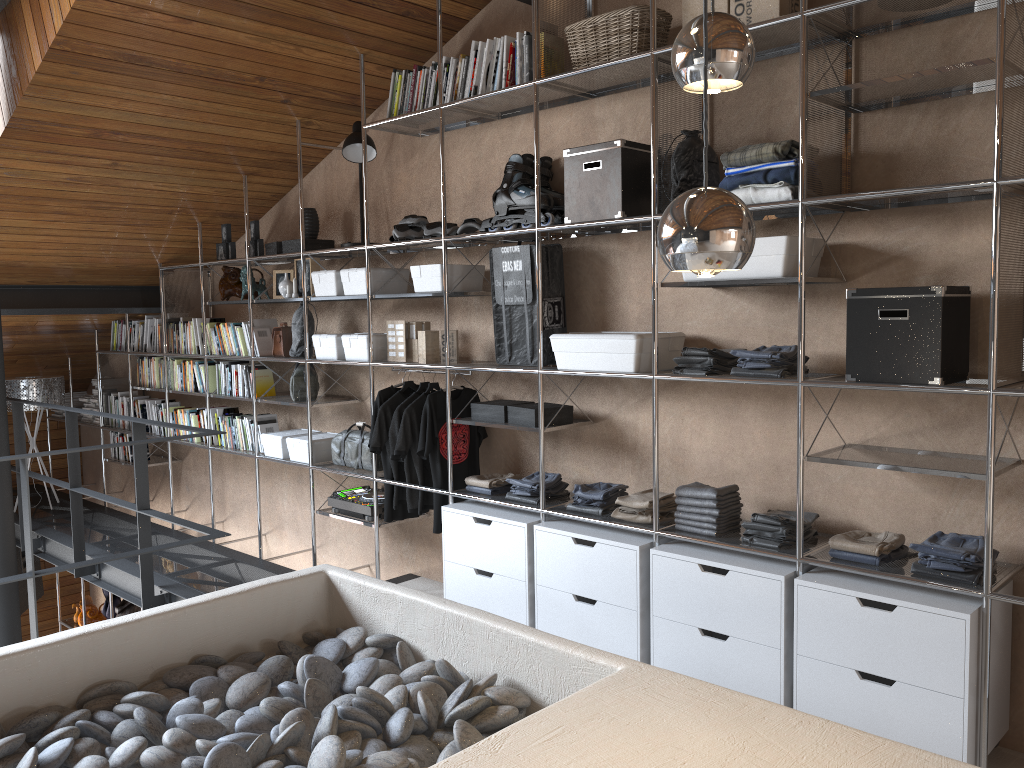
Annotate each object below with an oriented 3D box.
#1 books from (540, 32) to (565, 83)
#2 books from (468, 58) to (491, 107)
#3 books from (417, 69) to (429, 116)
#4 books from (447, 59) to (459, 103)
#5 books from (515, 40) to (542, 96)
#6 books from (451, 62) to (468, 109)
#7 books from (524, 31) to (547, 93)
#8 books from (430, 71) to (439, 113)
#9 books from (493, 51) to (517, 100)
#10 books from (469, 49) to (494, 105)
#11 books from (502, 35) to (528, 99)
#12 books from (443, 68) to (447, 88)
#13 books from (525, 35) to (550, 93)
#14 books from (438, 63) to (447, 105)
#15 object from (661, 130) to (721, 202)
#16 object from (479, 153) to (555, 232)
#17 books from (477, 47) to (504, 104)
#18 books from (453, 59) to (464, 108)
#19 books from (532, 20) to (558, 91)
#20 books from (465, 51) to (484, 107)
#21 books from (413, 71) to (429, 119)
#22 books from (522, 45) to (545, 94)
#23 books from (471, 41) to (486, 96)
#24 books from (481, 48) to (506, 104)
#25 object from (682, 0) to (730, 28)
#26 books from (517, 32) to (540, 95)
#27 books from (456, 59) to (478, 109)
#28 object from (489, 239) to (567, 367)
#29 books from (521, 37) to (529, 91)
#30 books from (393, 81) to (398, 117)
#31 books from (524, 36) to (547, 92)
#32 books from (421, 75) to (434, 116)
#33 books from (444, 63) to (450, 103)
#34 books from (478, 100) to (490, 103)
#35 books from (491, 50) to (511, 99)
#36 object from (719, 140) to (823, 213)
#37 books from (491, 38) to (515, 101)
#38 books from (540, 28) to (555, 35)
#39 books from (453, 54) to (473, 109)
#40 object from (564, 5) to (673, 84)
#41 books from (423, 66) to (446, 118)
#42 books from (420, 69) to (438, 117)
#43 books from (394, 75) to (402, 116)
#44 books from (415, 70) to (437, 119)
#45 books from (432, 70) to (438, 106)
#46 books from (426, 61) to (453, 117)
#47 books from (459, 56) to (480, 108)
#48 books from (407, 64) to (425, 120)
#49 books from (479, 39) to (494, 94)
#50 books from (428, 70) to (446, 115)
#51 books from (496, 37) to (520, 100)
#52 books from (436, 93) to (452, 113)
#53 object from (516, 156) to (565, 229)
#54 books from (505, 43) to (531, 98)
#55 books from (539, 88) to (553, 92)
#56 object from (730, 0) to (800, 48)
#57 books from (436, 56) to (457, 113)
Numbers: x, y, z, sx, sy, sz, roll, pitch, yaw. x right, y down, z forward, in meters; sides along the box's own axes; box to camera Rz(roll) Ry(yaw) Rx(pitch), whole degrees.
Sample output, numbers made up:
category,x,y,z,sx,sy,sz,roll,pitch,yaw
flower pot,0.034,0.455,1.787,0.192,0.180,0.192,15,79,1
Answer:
category,x,y,z,sx,sy,sz,roll,pitch,yaw
books,0.166,-1.327,3.645,0.021,0.203,0.129,3,6,43
books,-0.129,-1.342,3.933,0.063,0.197,0.137,3,6,43
books,-0.382,-1.354,4.137,0.063,0.197,0.127,3,6,43
books,-0.229,-1.350,4.009,0.068,0.202,0.131,3,6,43
books,0.069,-1.335,3.755,0.014,0.206,0.148,3,6,43
books,-0.214,-1.344,4.004,0.064,0.186,0.120,3,6,43
books,0.101,-1.346,3.716,0.010,0.231,0.129,3,6,43
books,-0.325,-1.339,4.080,0.054,0.173,0.112,3,6,43
books,-0.015,-1.341,3.825,0.063,0.197,0.137,3,6,43
books,-0.117,-1.348,3.914,0.073,0.212,0.155,3,6,43
books,0.017,-1.351,3.788,0.033,0.234,0.148,3,6,43
books,-0.273,-1.336,4.031,0.054,0.173,0.112,3,6,43
books,0.112,-1.331,3.695,0.018,0.206,0.148,3,6,43
books,-0.279,-1.346,4.032,0.059,0.194,0.111,3,6,43
object,0.675,-0.777,3.271,0.212,0.319,0.157,-3,5,-20
object,0.049,-0.827,3.843,0.174,0.342,0.416,-5,6,-42
books,-0.080,-1.348,3.890,0.066,0.214,0.164,3,6,44
books,-0.198,-1.356,3.996,0.068,0.213,0.137,3,6,43
books,0.138,-1.362,3.679,0.020,0.268,0.143,3,6,43
books,-0.147,-1.351,3.932,0.073,0.218,0.118,3,6,43
books,-0.404,-1.356,4.173,0.063,0.197,0.127,3,6,43
books,0.090,-1.318,3.722,0.009,0.176,0.128,3,6,43
books,-0.105,-1.360,3.875,0.073,0.229,0.148,3,6,43
books,-0.073,-1.348,3.883,0.065,0.214,0.170,3,6,44
object,0.735,-1.385,3.150,0.181,0.382,0.192,3,6,43
books,0.076,-1.349,3.741,0.013,0.234,0.148,3,6,43
books,-0.187,-1.342,3.973,0.064,0.194,0.126,3,6,43
object,0.073,-0.362,3.921,0.188,0.559,0.337,-5,6,-42
books,0.093,-1.338,3.740,0.014,0.213,0.136,3,6,43
books,-0.514,-1.361,4.289,0.057,0.178,0.131,3,6,43
books,0.097,-1.331,3.698,0.010,0.208,0.130,3,6,43
books,-0.365,-1.339,4.126,0.058,0.169,0.119,3,6,43
books,-0.252,-1.346,4.029,0.065,0.189,0.138,3,6,43
books,-0.107,-1.348,3.902,0.067,0.202,0.149,3,6,43
books,-0.031,-1.332,3.828,0.057,0.178,0.131,3,6,43
object,0.897,-0.721,3.066,0.250,0.229,0.306,-6,6,-44
books,-0.022,-1.358,3.840,0.073,0.229,0.148,3,6,43
books,0.137,-1.342,3.656,0.010,0.231,0.129,3,6,43
books,-0.197,-1.354,3.978,0.070,0.215,0.133,3,6,44
object,0.411,-1.309,3.445,0.417,0.198,0.262,3,7,44
books,-0.363,-1.366,4.167,0.064,0.214,0.177,3,6,44
books,-0.369,-1.354,4.135,0.063,0.197,0.127,3,6,43
books,-0.499,-1.372,4.282,0.067,0.202,0.149,3,6,43
books,-0.385,-1.356,4.166,0.074,0.199,0.139,3,6,43
books,-0.309,-1.336,4.058,0.056,0.171,0.111,3,6,43
books,-0.321,-1.364,4.109,0.074,0.220,0.161,3,6,43
books,-0.175,-1.346,3.959,0.071,0.201,0.123,3,6,43
books,-0.422,-1.377,4.200,0.081,0.233,0.143,3,6,43
books,-0.071,-1.358,3.844,0.073,0.229,0.148,3,6,43
books,-0.328,-1.343,4.090,0.059,0.180,0.117,3,6,43
books,-0.003,-1.350,3.801,0.053,0.233,0.148,3,6,43
books,-0.295,-1.338,4.058,0.054,0.173,0.112,3,6,43
object,0.133,-0.844,3.956,0.174,0.342,0.416,-5,6,-41
books,0.036,-1.332,3.770,0.054,0.199,0.143,3,6,43
books,0.135,-1.332,3.698,0.010,0.206,0.130,3,6,43
object,0.873,-1.377,3.019,0.181,0.382,0.192,3,6,43
books,-0.282,-1.362,4.043,0.076,0.227,0.122,3,6,43
